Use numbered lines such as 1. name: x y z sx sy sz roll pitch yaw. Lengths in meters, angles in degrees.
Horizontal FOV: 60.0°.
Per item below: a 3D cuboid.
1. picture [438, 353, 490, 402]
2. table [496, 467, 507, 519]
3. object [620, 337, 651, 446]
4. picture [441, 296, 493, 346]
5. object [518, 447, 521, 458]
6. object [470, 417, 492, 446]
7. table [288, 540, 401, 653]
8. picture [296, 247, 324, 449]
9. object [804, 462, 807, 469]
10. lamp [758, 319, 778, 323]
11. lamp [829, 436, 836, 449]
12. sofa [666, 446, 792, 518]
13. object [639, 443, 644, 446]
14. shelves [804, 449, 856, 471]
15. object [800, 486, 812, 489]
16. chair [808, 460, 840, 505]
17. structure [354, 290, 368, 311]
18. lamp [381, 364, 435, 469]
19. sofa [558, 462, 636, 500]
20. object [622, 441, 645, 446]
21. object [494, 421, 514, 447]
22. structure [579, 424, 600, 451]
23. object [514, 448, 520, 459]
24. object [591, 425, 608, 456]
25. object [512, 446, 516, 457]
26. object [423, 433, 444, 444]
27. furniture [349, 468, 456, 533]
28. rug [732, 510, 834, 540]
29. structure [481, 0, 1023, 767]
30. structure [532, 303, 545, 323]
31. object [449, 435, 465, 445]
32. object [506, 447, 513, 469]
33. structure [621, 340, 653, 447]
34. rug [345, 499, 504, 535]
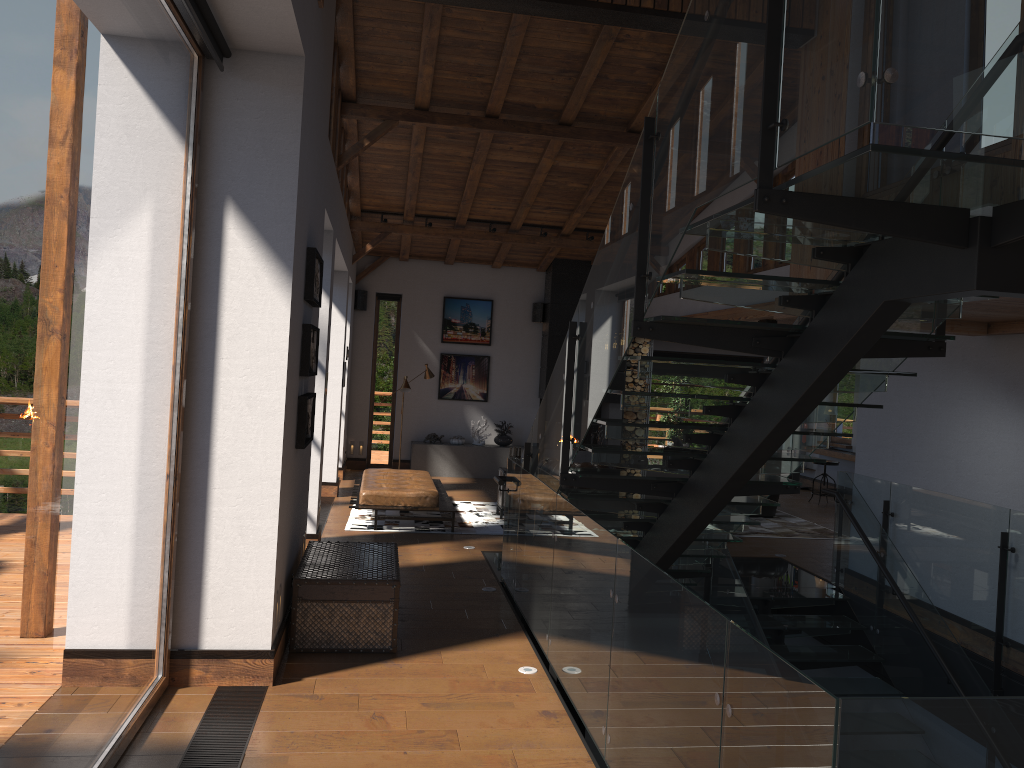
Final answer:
1. picture: -0.843 -0.110 15.602 0.883 0.816 0.036 3 0 -10
2. table: 0.038 1.386 11.217 0.407 0.609 0.416 3 0 -9
3. object: 2.141 0.447 15.866 0.495 2.612 0.464 3 0 -9
4. picture: -0.786 -1.103 15.604 0.883 0.816 0.036 3 0 -10
5. object: 0.095 0.945 11.228 0.088 0.286 0.087 3 0 -31
6. object: -0.565 0.809 15.314 0.262 0.532 0.422 3 0 -40
7. table: -1.144 1.455 6.213 0.687 0.469 1.250 3 1 -9
8. picture: -1.395 -0.241 6.132 0.059 1.312 0.771 3 0 -8
9. object: 5.329 1.428 16.357 0.253 0.270 0.116 3 0 -14
10. lamp: 3.271 -0.795 11.342 0.156 0.068 0.260 3 1 -9
11. lamp: 5.756 1.096 15.588 0.634 1.481 0.245 3 0 -6
12. sofa: 3.228 1.425 13.397 1.244 0.838 2.556 3 1 -9
13. object: 2.233 1.370 15.566 0.270 0.795 0.261 3 0 -26
14. shelves: 5.746 1.132 14.520 0.614 0.988 6.620 3 1 -8
15. object: 5.259 1.885 16.878 0.309 0.065 1.618 3 1 -8
16. chair: 5.050 1.594 14.330 0.442 0.716 0.440 3 0 -5
17. structure: -2.594 -1.435 15.214 0.214 0.349 0.213 3 0 -9
18. lamp: -1.718 0.601 14.301 0.525 1.899 1.328 3 0 12
19. sofa: 1.631 1.366 10.966 2.576 0.838 1.234 3 1 -10
20. object: 1.686 1.005 12.520 0.406 0.808 0.620 3 0 2
21. object: -0.146 0.859 15.452 0.339 0.455 0.336 3 0 16
22. structure: 1.078 0.934 15.547 0.986 0.514 0.183 3 0 -10
23. object: 0.054 0.944 11.138 0.086 0.286 0.088 3 0 31
24. object: 1.495 1.216 15.242 0.304 1.017 0.311 3 0 36
25. object: 0.029 0.940 11.300 0.087 0.286 0.087 3 0 1
26. object: -1.336 0.934 15.254 0.401 0.183 0.229 4 1 35
27. furniture: -1.409 1.389 11.156 1.180 0.436 2.749 3 1 -9
28. rug: 2.821 1.803 12.791 2.440 0.053 4.030 3 1 -8
29. structure: -0.631 1.365 3.669 9.245 6.398 10.986 3 1 -9
30. structure: 0.470 -1.265 15.737 0.214 0.349 0.213 3 0 -9
31. object: -0.948 0.967 15.340 0.282 0.160 0.258 3 1 -7
32. object: -0.020 0.939 11.192 0.087 0.286 0.087 3 0 3
33. structure: 2.149 0.441 15.858 0.504 2.617 0.510 3 0 -9
34. rug: -0.111 1.655 11.177 3.821 0.053 2.423 3 1 -9
